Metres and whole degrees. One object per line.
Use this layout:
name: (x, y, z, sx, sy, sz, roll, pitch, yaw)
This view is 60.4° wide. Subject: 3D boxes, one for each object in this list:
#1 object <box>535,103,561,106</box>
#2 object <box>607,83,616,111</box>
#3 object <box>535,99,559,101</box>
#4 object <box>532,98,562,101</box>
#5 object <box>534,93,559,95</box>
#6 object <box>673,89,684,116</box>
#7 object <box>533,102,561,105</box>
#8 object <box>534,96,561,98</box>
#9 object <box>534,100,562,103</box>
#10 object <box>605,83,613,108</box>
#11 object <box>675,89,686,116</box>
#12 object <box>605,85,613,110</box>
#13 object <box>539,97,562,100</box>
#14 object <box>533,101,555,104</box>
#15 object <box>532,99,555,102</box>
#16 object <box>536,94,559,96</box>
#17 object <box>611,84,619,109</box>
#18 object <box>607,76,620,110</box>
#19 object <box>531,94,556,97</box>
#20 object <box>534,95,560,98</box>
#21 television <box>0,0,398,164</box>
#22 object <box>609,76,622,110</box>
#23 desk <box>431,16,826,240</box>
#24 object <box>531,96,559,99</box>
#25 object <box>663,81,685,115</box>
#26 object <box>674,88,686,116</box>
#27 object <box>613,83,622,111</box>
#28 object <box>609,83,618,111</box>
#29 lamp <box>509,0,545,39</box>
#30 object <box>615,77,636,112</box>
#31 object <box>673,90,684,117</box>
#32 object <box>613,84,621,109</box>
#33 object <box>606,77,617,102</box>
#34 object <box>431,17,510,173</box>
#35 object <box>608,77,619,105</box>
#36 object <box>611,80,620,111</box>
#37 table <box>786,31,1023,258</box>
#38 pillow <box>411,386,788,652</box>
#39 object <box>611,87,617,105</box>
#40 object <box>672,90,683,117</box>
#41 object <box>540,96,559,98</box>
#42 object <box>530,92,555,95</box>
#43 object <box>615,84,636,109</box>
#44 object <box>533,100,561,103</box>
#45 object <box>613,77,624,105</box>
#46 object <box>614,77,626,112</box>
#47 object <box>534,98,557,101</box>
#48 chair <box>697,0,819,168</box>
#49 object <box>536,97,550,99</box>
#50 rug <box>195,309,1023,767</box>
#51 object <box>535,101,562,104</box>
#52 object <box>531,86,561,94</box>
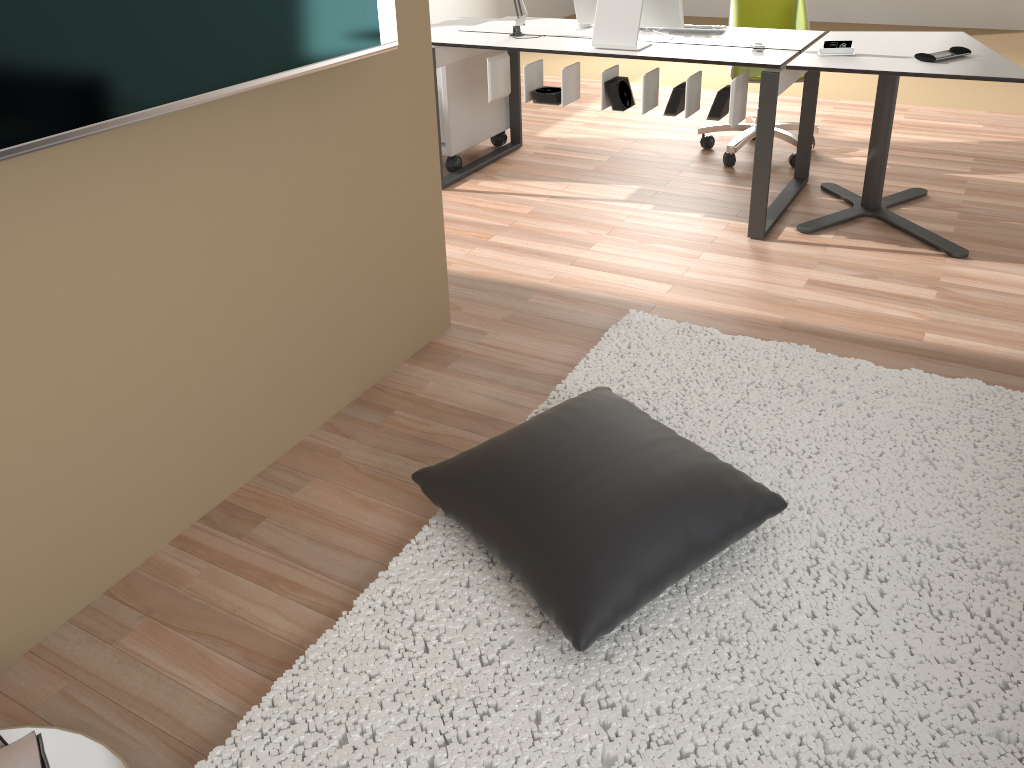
object: (0.176, -1.225, 3.809, 0.120, 0.002, 0.138, 14, 34, 26)
object: (0.439, -1.204, 3.647, 0.041, 0.108, 0.138, 12, 31, 26)
object: (0.171, -1.242, 3.804, 0.120, 0.002, 0.138, 14, 34, 26)
object: (0.170, -1.244, 3.804, 0.120, 0.002, 0.138, 14, 34, 26)
object: (0.163, -1.264, 3.798, 0.121, 0.002, 0.138, 14, 34, 26)
object: (0.687, -1.138, 3.517, 0.041, 0.108, 0.138, 12, 31, 26)
object: (0.176, -1.227, 3.808, 0.121, 0.002, 0.138, 14, 34, 26)
object: (0.167, -1.252, 3.801, 0.121, 0.002, 0.138, 14, 34, 26)
object: (0.173, -1.235, 3.806, 0.121, 0.002, 0.138, 14, 34, 26)
object: (0.431, -1.206, 3.651, 0.041, 0.108, 0.138, 12, 31, 26)
object: (0.693, -1.136, 3.514, 0.041, 0.108, 0.138, 12, 31, 26)
object: (0.429, -1.207, 3.652, 0.041, 0.108, 0.138, 12, 31, 26)
object: (0.169, -1.246, 3.803, 0.121, 0.002, 0.138, 14, 34, 26)
object: (0.174, -1.231, 3.807, 0.120, 0.002, 0.138, 14, 34, 26)
object: (0.171, -1.239, 3.805, 0.120, 0.002, 0.138, 14, 34, 26)
object: (0.163, -1.262, 3.799, 0.120, 0.002, 0.138, 14, 34, 26)
object: (0.453, -1.200, 3.639, 0.041, 0.108, 0.138, 12, 31, 26)
object: (0.437, -1.204, 3.648, 0.041, 0.108, 0.138, 12, 31, 26)
object: (0.164, -1.260, 3.799, 0.120, 0.002, 0.138, 14, 34, 26)
object: (0.166, -1.256, 3.800, 0.121, 0.002, 0.138, 14, 34, 26)
television: (-0.604, -0.821, 1.647, 0.055, 0.551, 1.221, 11, 32, 26)
object: (0.445, -1.202, 3.644, 0.041, 0.108, 0.138, 12, 31, 26)
desk: (0.490, -1.243, 4.036, 1.618, 0.655, 0.836, 14, 32, 27)
object: (0.167, -1.252, 3.802, 0.120, 0.002, 0.138, 14, 34, 26)
object: (0.650, -1.148, 3.536, 0.041, 0.108, 0.138, 12, 31, 26)
object: (0.691, -1.137, 3.515, 0.041, 0.108, 0.138, 12, 31, 26)
object: (0.463, -1.197, 3.634, 0.041, 0.108, 0.138, 12, 31, 26)
object: (0.447, -1.202, 3.643, 0.041, 0.108, 0.138, 12, 31, 26)
lamp: (0.221, -1.748, 3.909, 0.540, 0.504, 0.147, -4, 26, -4)
object: (0.469, -1.196, 3.631, 0.040, 0.108, 0.138, 12, 31, 26)
object: (0.689, -1.137, 3.516, 0.041, 0.108, 0.138, 12, 31, 26)
object: (0.461, -1.198, 3.635, 0.041, 0.108, 0.138, 12, 31, 26)
object: (0.433, -1.206, 3.650, 0.040, 0.108, 0.138, 12, 31, 26)
object: (-0.282, -1.508, 4.568, 0.312, 0.644, 0.646, 12, 31, 26)
object: (0.441, -1.204, 3.645, 0.040, 0.108, 0.138, 12, 31, 26)
object: (0.455, -1.200, 3.638, 0.041, 0.108, 0.138, 12, 31, 26)
table: (1.579, -1.004, 3.555, 0.817, 0.656, 0.964, 12, 31, 24)
pillow: (0.179, 0.239, 1.927, 0.592, 0.200, 0.629, -21, 34, -29)
object: (0.449, -1.201, 3.641, 0.040, 0.108, 0.138, 12, 31, 26)
object: (0.685, -1.139, 3.518, 0.041, 0.108, 0.138, 12, 31, 26)
object: (0.166, -1.254, 3.801, 0.121, 0.002, 0.138, 14, 34, 26)
object: (0.161, -1.268, 3.797, 0.120, 0.002, 0.138, 14, 34, 26)
object: (0.469, -1.196, 3.631, 0.041, 0.108, 0.138, 12, 31, 26)
object: (0.173, -1.235, 3.806, 0.120, 0.002, 0.138, 14, 34, 26)
object: (0.457, -1.199, 3.637, 0.040, 0.108, 0.138, 12, 31, 26)
object: (0.465, -1.197, 3.633, 0.040, 0.108, 0.138, 12, 31, 26)
object: (0.170, -1.244, 3.804, 0.121, 0.002, 0.138, 14, 34, 26)
chair: (1.272, -1.559, 4.435, 0.621, 0.771, 0.628, 0, 27, 5)
object: (0.168, -1.250, 3.802, 0.120, 0.002, 0.138, 14, 34, 26)
rug: (0.525, 0.392, 1.827, 1.465, 0.043, 2.105, 14, 34, 25)
object: (0.173, -1.233, 3.807, 0.120, 0.002, 0.138, 14, 34, 26)
object: (0.161, -1.268, 3.797, 0.121, 0.002, 0.138, 14, 34, 26)
